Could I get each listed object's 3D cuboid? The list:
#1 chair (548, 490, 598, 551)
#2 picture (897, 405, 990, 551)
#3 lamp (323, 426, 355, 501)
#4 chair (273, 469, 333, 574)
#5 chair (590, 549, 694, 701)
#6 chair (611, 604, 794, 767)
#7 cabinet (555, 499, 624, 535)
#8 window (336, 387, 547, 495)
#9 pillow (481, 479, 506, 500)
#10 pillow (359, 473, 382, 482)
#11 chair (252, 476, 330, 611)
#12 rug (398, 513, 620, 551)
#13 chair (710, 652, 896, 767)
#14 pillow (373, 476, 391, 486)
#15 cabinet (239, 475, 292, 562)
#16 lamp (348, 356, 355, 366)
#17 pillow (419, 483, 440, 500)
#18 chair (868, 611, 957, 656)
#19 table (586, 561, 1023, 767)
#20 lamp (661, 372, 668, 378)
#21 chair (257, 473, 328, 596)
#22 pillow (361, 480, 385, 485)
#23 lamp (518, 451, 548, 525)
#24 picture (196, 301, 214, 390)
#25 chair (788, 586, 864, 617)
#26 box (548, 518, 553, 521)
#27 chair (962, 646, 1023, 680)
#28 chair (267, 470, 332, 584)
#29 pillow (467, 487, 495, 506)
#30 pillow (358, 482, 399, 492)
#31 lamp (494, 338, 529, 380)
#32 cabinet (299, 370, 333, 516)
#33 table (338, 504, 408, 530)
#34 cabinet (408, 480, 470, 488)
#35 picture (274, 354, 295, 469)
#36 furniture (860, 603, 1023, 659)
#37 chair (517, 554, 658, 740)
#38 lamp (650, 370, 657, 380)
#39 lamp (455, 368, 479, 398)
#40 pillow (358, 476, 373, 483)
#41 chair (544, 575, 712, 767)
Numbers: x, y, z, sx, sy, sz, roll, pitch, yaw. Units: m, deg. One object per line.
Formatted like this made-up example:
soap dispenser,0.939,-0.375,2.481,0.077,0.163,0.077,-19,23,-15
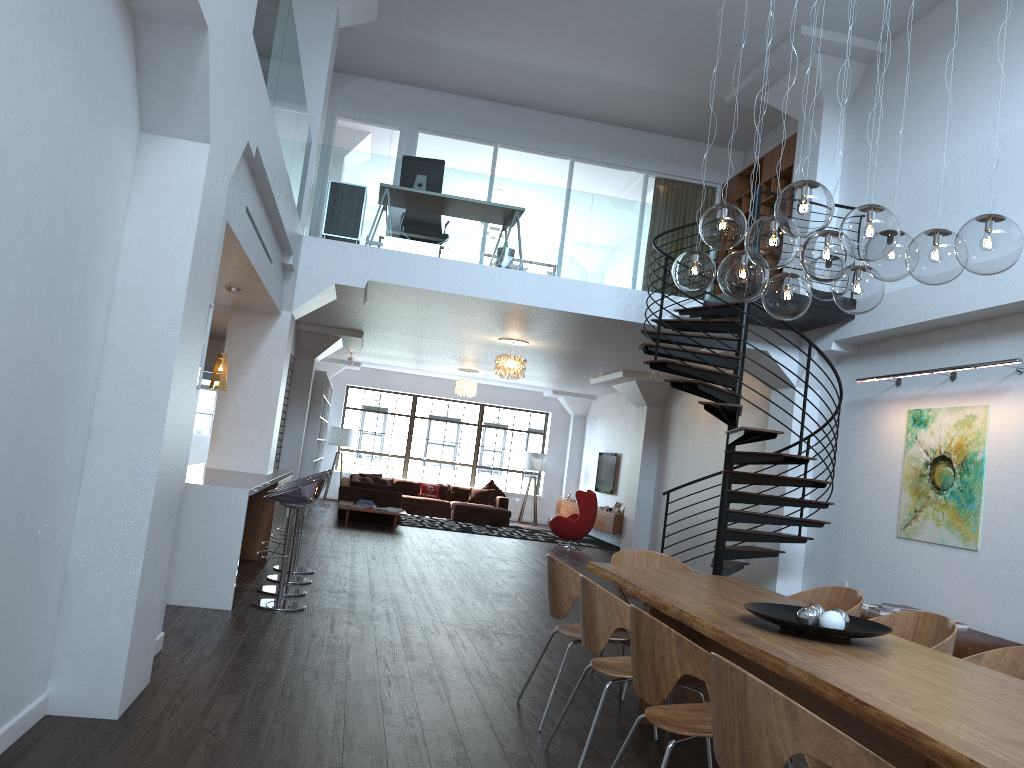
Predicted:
chair,1.034,2.269,15.048,0.801,1.006,0.798,6,-5,16
picture,3.772,0.799,7.800,0.010,1.200,1.095,8,-5,-9
lamp,-3.787,1.742,19.287,0.545,1.579,0.545,9,-5,-20
chair,-2.045,1.299,8.625,0.481,1.014,0.530,8,-5,-7
chair,0.888,1.494,5.563,0.629,0.833,0.618,9,-5,-14
chair,0.679,1.258,3.207,0.618,0.833,0.629,8,-5,-9
cabinet,1.611,2.639,17.809,0.459,0.350,4.501,8,-5,-9
window,-1.561,1.322,20.328,4.648,1.905,0.114,8,-5,-9
pillow,-0.481,2.336,19.032,0.651,0.587,0.335,10,-6,-30
pillow,-2.908,2.067,18.531,0.580,0.418,0.334,11,-6,-36
chair,-1.704,1.176,6.760,0.481,1.014,0.530,8,-5,-7
rug,-0.216,2.775,16.850,4.200,0.007,3.100,8,-5,-8
chair,0.812,1.208,2.452,0.618,0.833,0.629,8,-5,-9
pillow,-2.707,2.105,18.465,0.489,0.337,0.238,11,-7,-40
cabinet,-2.790,1.300,8.541,0.898,0.796,4.493,8,-5,-9
lamp,-3.212,-0.456,17.682,0.120,0.211,0.111,11,-6,-35
pillow,-1.747,2.270,18.767,0.465,0.308,0.220,8,-5,-13
chair,1.714,1.474,4.158,0.618,0.833,0.629,8,-5,-8
table,1.219,1.409,3.668,1.012,0.750,3.803,8,-5,-9
lamp,2.213,-0.199,12.819,0.111,0.211,0.120,3,-7,40
chair,-1.841,1.214,7.377,0.481,1.014,0.530,8,-5,-11
pillow,-2.394,1.860,15.534,0.559,0.411,0.269,4,-6,36
lamp,0.444,2.333,19.888,0.545,1.579,0.545,7,-5,2
picture,-1.717,-0.231,4.854,0.018,0.500,0.500,8,-5,-9
chair,1.587,1.523,4.913,0.617,0.830,0.629,8,-5,-9
box,0.972,3.134,20.089,0.228,0.165,0.368,8,-5,-9
chair,1.865,1.427,3.410,0.618,0.833,0.629,8,-5,-9
chair,-1.935,1.258,8.006,0.481,1.014,0.530,8,-5,-11
pillow,-0.664,2.378,18.829,0.542,0.362,0.248,6,-5,11
pillow,-2.316,1.889,15.276,0.750,0.364,0.289,8,-5,-10
lamp,-0.013,-0.338,12.483,0.441,0.539,0.442,4,-6,33
cabinet,-3.873,1.101,16.944,0.461,2.414,4.500,8,-5,-9
table,-2.293,2.165,14.462,1.100,0.271,0.853,8,-5,-9
cabinet,-1.623,2.535,19.682,1.520,0.625,0.350,8,-5,-9
picture,-3.491,0.750,13.428,0.021,2.380,0.800,8,-5,-9
furniture,3.217,2.125,7.179,0.907,0.453,1.819,8,-5,-9
chair,0.429,1.361,4.727,0.618,0.833,0.629,8,-5,-11
lamp,2.125,-0.165,13.316,0.111,0.211,0.120,5,-6,25
lamp,-0.890,-0.007,17.457,0.441,0.539,0.442,4,-6,33
pillow,-2.749,1.960,16.919,0.325,0.391,0.625,7,-5,7
chair,0.547,1.308,3.957,0.618,0.833,0.629,8,-5,-9
